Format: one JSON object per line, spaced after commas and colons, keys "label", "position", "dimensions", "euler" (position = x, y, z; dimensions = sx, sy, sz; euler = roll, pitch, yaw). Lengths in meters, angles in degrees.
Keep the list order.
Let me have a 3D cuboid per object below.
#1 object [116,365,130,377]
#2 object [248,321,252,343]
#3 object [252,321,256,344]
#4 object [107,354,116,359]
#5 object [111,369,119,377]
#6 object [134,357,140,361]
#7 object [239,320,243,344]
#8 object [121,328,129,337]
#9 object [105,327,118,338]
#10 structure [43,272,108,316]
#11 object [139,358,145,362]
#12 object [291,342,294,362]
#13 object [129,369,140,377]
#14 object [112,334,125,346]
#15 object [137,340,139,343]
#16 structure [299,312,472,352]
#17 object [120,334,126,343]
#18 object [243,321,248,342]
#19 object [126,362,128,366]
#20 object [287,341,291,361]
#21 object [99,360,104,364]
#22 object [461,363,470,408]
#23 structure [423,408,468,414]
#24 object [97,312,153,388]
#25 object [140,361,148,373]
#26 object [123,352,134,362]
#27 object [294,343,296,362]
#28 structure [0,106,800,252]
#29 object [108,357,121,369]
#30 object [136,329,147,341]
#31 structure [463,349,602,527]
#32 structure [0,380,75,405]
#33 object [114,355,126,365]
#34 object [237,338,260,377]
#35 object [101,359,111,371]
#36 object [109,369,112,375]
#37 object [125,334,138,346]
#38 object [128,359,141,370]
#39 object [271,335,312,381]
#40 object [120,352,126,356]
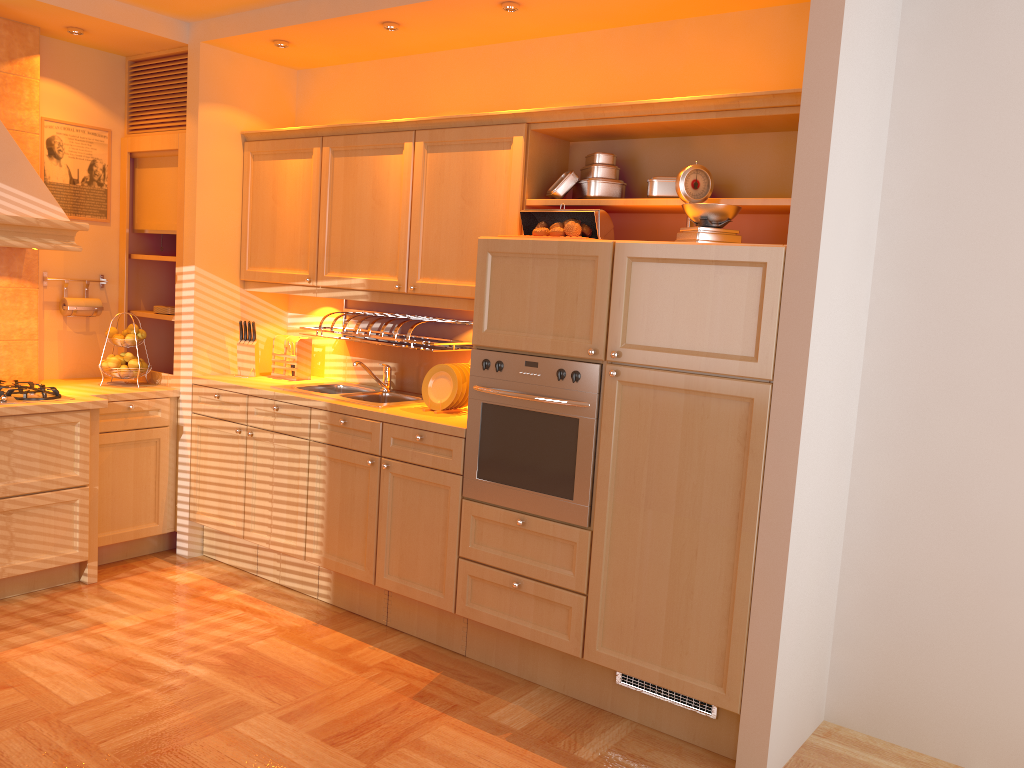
{"label": "object", "position": [-1.984, -0.069, 4.525], "dimensions": [0.064, 0.062, 0.064], "euler": [6, 7, 23]}
{"label": "object", "position": [-1.373, -0.196, 4.628], "dimensions": [0.019, 0.265, 0.038], "euler": [6, 7, 19]}
{"label": "object", "position": [-1.350, -0.194, 4.624], "dimensions": [0.019, 0.265, 0.037], "euler": [6, 7, 19]}
{"label": "object", "position": [-2.063, -0.126, 4.578], "dimensions": [0.055, 0.058, 0.056], "euler": [2, 7, -18]}
{"label": "object", "position": [-2.033, -0.062, 4.560], "dimensions": [0.052, 0.056, 0.057], "euler": [4, 6, -1]}
{"label": "object", "position": [-1.962, -0.113, 4.612], "dimensions": [0.057, 0.059, 0.058], "euler": [4, 6, 0]}
{"label": "object", "position": [-1.418, -0.200, 4.635], "dimensions": [0.019, 0.265, 0.037], "euler": [4, 6, 0]}
{"label": "object", "position": [-1.995, -0.264, 4.591], "dimensions": [0.050, 0.051, 0.051], "euler": [0, 7, -29]}
{"label": "object", "position": [-2.064, -0.263, 4.575], "dimensions": [0.061, 0.064, 0.063], "euler": [-3, 9, -44]}
{"label": "structure", "position": [-2.261, -0.465, 4.642], "dimensions": [0.126, 0.220, 0.320], "euler": [8, 8, 36]}
{"label": "object", "position": [-1.966, -0.112, 4.692], "dimensions": [0.045, 0.047, 0.046], "euler": [3, 7, -8]}
{"label": "object", "position": [-1.144, -0.124, 4.635], "dimensions": [0.020, 0.196, 0.017], "euler": [0, 7, -28]}
{"label": "object", "position": [-1.955, -0.064, 4.585], "dimensions": [0.063, 0.061, 0.064], "euler": [5, 7, 14]}
{"label": "object", "position": [-2.021, -0.226, 4.556], "dimensions": [0.064, 0.058, 0.063], "euler": [4, 6, 2]}
{"label": "object", "position": [-1.973, -0.230, 4.617], "dimensions": [0.058, 0.059, 0.058], "euler": [1, 7, -22]}
{"label": "structure", "position": [-0.618, -0.266, 4.309], "dimensions": [0.900, 0.126, 0.300], "euler": [8, 8, 36]}
{"label": "object", "position": [-2.034, -0.234, 4.613], "dimensions": [0.057, 0.056, 0.051], "euler": [3, 6, -4]}
{"label": "object", "position": [-1.396, -0.198, 4.632], "dimensions": [0.019, 0.265, 0.038], "euler": [6, 7, 19]}
{"label": "object", "position": [-2.014, -0.116, 4.644], "dimensions": [0.058, 0.055, 0.059], "euler": [10, 9, 43]}
{"label": "object", "position": [-1.160, -0.128, 4.636], "dimensions": [0.042, 0.192, 0.040], "euler": [3, 6, -3]}
{"label": "object", "position": [-2.104, -0.097, 4.583], "dimensions": [0.056, 0.057, 0.053], "euler": [5, 7, 13]}
{"label": "object", "position": [-0.224, 0.007, 3.950], "dimensions": [0.205, 0.200, 0.049], "euler": [9, 8, 37]}
{"label": "structure", "position": [-0.285, 0.112, 3.891], "dimensions": [0.084, 0.010, 0.219], "euler": [9, 8, 39]}
{"label": "object", "position": [-2.001, -0.183, 4.590], "dimensions": [0.265, 0.376, 0.265], "euler": [3, 6, -5]}
{"label": "object", "position": [-1.942, -0.089, 4.657], "dimensions": [0.059, 0.059, 0.058], "euler": [3, 7, -10]}
{"label": "object", "position": [-1.964, -0.137, 4.545], "dimensions": [0.050, 0.052, 0.049], "euler": [10, 9, 43]}
{"label": "object", "position": [-1.133, -0.123, 4.633], "dimensions": [0.022, 0.196, 0.018], "euler": [9, 8, 40]}
{"label": "structure", "position": [-0.803, -0.946, 3.472], "dimensions": [4.091, 1.148, 1.061], "euler": [5, 7, 10]}
{"label": "object", "position": [-2.013, -0.105, 4.490], "dimensions": [0.056, 0.063, 0.065], "euler": [5, 7, 12]}
{"label": "object", "position": [-1.927, -0.255, 4.601], "dimensions": [0.058, 0.060, 0.057], "euler": [0, 8, -32]}
{"label": "structure", "position": [0.047, 0.188, 3.276], "dimensions": [0.576, 0.583, 0.066], "euler": [8, 8, 36]}
{"label": "structure", "position": [-2.416, 0.040, 3.853], "dimensions": [0.494, 0.051, 0.797], "euler": [8, 8, 36]}
{"label": "object", "position": [-2.010, -0.119, 4.545], "dimensions": [0.063, 0.061, 0.063], "euler": [5, 7, 10]}
{"label": "object", "position": [-1.382, -0.141, 4.650], "dimensions": [0.100, 0.200, 0.070], "euler": [5, 7, 10]}
{"label": "object", "position": [-2.069, -0.096, 4.526], "dimensions": [0.063, 0.063, 0.063], "euler": [-2, 9, -42]}
{"label": "object", "position": [-2.065, -0.065, 4.602], "dimensions": [0.046, 0.043, 0.047], "euler": [3, 6, -4]}
{"label": "object", "position": [-1.955, -0.229, 4.557], "dimensions": [0.064, 0.063, 0.063], "euler": [-1, 8, -37]}
{"label": "object", "position": [-1.930, -0.099, 4.535], "dimensions": [0.063, 0.060, 0.064], "euler": [-1, 8, -38]}
{"label": "object", "position": [-1.164, -0.141, 4.686], "dimensions": [0.200, 0.221, 0.103], "euler": [8, 8, 36]}
{"label": "object", "position": [-2.004, -0.144, 4.595], "dimensions": [0.051, 0.048, 0.050], "euler": [1, 7, -20]}
